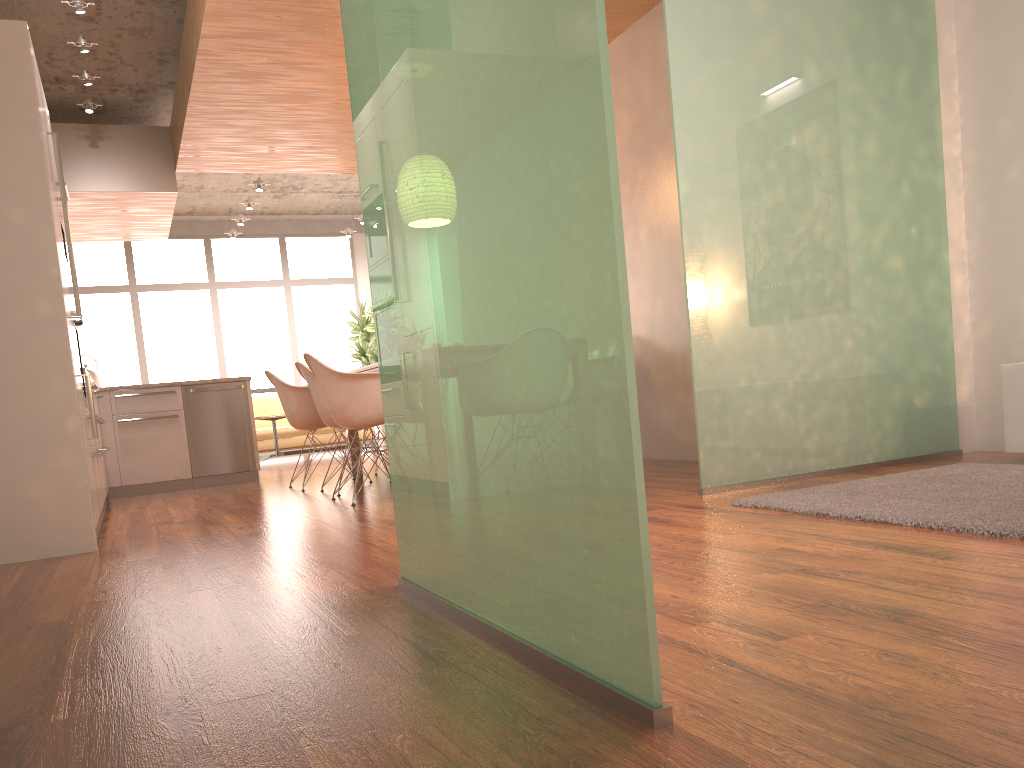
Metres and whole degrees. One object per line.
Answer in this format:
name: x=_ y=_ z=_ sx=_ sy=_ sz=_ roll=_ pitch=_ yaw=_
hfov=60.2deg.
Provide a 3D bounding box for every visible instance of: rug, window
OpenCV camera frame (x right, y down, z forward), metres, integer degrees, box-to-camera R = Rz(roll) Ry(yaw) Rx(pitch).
rug: x=1.857 y=0.367 z=2.781 sx=1.271 sy=0.009 sz=2.077 roll=-5 pitch=-1 yaw=-23
window: x=-5.927 y=-0.420 z=11.484 sx=8.505 sy=3.302 sz=0.062 roll=-5 pitch=4 yaw=-23

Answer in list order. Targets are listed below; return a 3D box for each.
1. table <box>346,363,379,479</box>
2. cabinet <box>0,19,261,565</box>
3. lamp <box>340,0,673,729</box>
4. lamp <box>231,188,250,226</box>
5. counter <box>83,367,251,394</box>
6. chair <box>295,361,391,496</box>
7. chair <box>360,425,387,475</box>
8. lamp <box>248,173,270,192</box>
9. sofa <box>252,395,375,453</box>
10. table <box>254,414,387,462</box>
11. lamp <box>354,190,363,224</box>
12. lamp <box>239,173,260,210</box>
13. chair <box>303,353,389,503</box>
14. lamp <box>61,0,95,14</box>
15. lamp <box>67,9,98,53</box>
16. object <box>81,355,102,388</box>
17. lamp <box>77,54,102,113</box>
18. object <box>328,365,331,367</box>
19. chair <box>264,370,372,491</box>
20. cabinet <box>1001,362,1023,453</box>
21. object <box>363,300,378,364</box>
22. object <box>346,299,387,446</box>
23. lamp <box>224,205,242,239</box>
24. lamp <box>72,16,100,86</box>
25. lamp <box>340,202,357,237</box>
table: x=-0.393 y=0.229 z=6.010 sx=1.019 sy=0.814 sz=2.078 roll=-6 pitch=0 yaw=-24
cabinet: x=-2.579 y=-0.303 z=5.863 sx=1.901 sy=2.288 sz=4.255 roll=-6 pitch=1 yaw=-24
lamp: x=-0.538 y=-1.074 z=5.218 sx=0.445 sy=3.415 sz=8.202 roll=-6 pitch=0 yaw=-6
lamp: x=-3.334 y=-2.186 z=10.788 sx=0.134 sy=0.486 sz=0.196 roll=-3 pitch=5 yaw=34
counter: x=-2.263 y=-0.719 z=6.633 sx=3.195 sy=1.355 sz=3.075 roll=-5 pitch=0 yaw=-23
chair: x=-1.043 y=0.263 z=5.759 sx=0.637 sy=0.867 sz=0.686 roll=-7 pitch=3 yaw=-29
chair: x=-1.075 y=0.292 z=7.329 sx=0.677 sy=0.867 sz=0.646 roll=-7 pitch=3 yaw=-39
lamp: x=-2.677 y=-2.273 z=9.281 sx=0.134 sy=0.486 sz=0.196 roll=-3 pitch=5 yaw=34
sofa: x=-2.755 y=0.529 z=11.338 sx=1.790 sy=0.843 sz=0.880 roll=-5 pitch=2 yaw=-23
table: x=-2.239 y=0.600 z=10.169 sx=1.858 sy=0.563 sz=0.942 roll=-5 pitch=0 yaw=-23
lamp: x=-1.939 y=-2.309 z=11.381 sx=0.134 sy=0.486 sz=0.196 roll=-3 pitch=5 yaw=34
lamp: x=-3.005 y=-2.229 z=10.035 sx=0.134 sy=0.486 sz=0.196 roll=-3 pitch=5 yaw=34
chair: x=-0.833 y=0.226 z=5.094 sx=0.637 sy=0.854 sz=0.686 roll=-7 pitch=3 yaw=-29
lamp: x=-2.509 y=-2.368 z=5.055 sx=0.103 sy=0.473 sz=0.151 roll=-3 pitch=5 yaw=34
lamp: x=-2.737 y=-2.338 z=5.578 sx=0.103 sy=0.473 sz=0.151 roll=-3 pitch=5 yaw=34
object: x=-3.547 y=-0.095 z=7.293 sx=0.261 sy=0.307 sz=0.261 roll=-6 pitch=2 yaw=-7
lamp: x=-3.193 y=-2.277 z=6.622 sx=0.103 sy=0.473 sz=0.151 roll=-3 pitch=5 yaw=34
object: x=-2.205 y=0.015 z=10.130 sx=0.295 sy=0.593 sz=0.371 roll=-7 pitch=4 yaw=-29
chair: x=-1.409 y=0.308 z=6.374 sx=0.637 sy=0.867 sz=0.686 roll=-7 pitch=3 yaw=-29
cabinet: x=2.725 y=0.045 z=3.147 sx=0.399 sy=0.392 sz=1.837 roll=-6 pitch=0 yaw=-24
object: x=-1.476 y=-0.218 z=11.922 sx=0.963 sy=2.119 sz=1.077 roll=-6 pitch=3 yaw=-10
object: x=-1.760 y=-0.180 z=12.537 sx=1.078 sy=2.119 sz=0.962 roll=-6 pitch=4 yaw=-5
lamp: x=-3.663 y=-2.142 z=11.541 sx=0.134 sy=0.486 sz=0.196 roll=-3 pitch=5 yaw=34
lamp: x=-2.965 y=-2.307 z=6.100 sx=0.103 sy=0.473 sz=0.151 roll=-3 pitch=5 yaw=34
lamp: x=-2.267 y=-2.265 z=12.134 sx=0.134 sy=0.486 sz=0.196 roll=-3 pitch=5 yaw=34
